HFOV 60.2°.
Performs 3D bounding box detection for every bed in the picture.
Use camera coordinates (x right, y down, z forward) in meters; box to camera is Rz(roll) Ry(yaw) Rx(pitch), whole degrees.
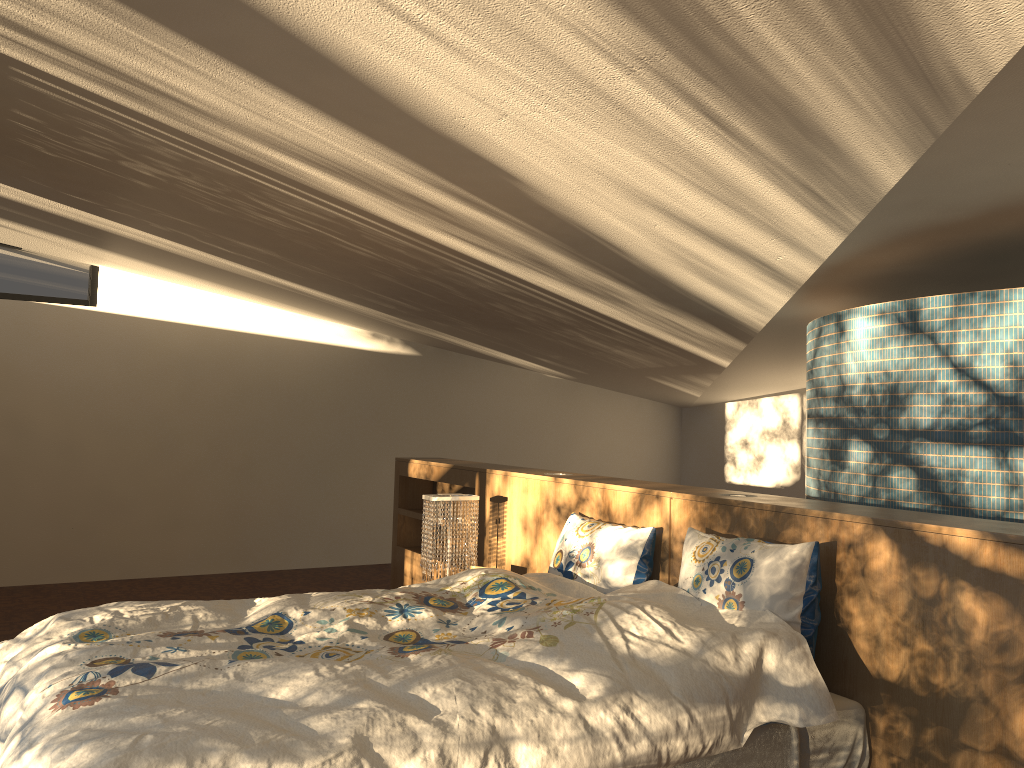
[{"bbox_3d":[-0.323,0.963,2.564,2.218,0.713,1.772,3,-3,-30],"label":"bed"}]

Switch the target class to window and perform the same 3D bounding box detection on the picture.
[{"bbox_3d":[1.153,0.135,3.307,7.049,2.516,9.997,3,-3,-30],"label":"window"}]

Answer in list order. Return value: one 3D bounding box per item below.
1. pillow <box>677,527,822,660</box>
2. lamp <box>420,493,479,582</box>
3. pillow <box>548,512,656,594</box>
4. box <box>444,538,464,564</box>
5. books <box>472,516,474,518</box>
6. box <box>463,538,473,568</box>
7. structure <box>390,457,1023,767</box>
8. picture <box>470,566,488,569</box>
[{"bbox_3d":[0.711,0.672,2.732,0.260,0.439,0.602,3,-3,-25],"label":"pillow"},{"bbox_3d":[-0.298,0.786,4.200,0.254,0.523,0.120,4,-4,-30],"label":"lamp"},{"bbox_3d":[0.336,0.736,3.482,0.276,0.405,0.584,3,-3,-28],"label":"pillow"},{"bbox_3d":[-0.303,0.953,5.128,0.138,0.156,0.152,3,-4,-29],"label":"box"},{"bbox_3d":[-0.198,0.744,4.952,0.134,0.022,0.188,2,-3,-3],"label":"books"},{"bbox_3d":[-0.192,0.940,4.946,0.119,0.171,0.121,4,-4,-30],"label":"box"},{"bbox_3d":[0.712,0.894,3.325,0.317,0.975,5.617,4,-3,-29],"label":"structure"},{"bbox_3d":[-0.115,0.946,4.084,0.153,0.202,0.118,0,-4,25],"label":"picture"}]
